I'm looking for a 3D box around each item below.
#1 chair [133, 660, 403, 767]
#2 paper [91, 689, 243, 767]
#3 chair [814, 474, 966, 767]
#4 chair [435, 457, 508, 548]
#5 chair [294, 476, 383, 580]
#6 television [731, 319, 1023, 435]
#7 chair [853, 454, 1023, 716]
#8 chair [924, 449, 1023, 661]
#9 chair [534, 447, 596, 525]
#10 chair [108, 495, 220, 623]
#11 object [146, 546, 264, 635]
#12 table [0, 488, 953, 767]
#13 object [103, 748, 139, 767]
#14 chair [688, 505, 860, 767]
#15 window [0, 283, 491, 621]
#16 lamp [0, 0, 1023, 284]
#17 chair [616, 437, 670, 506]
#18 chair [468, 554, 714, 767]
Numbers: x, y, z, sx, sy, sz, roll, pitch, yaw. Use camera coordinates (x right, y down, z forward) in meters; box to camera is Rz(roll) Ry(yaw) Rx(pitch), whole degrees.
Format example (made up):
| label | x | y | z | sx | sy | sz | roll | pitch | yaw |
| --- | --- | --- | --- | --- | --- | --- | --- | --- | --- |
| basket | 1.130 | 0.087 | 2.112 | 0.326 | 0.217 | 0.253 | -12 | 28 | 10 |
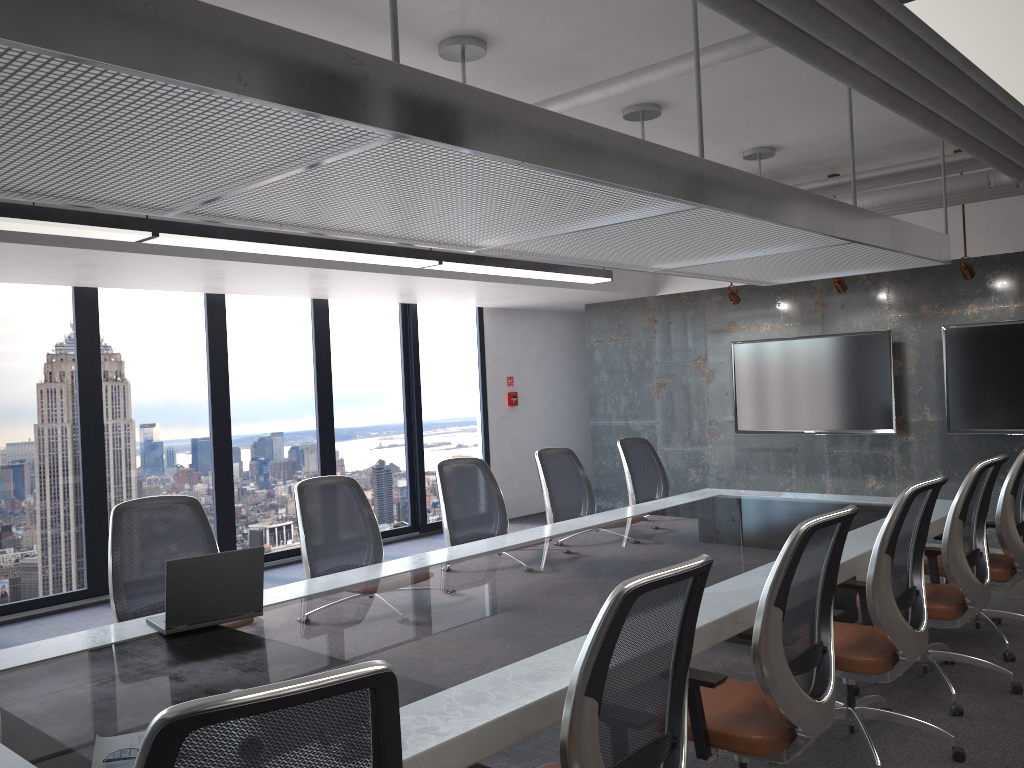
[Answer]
| label | x | y | z | sx | sy | sz | roll | pitch | yaw |
| --- | --- | --- | --- | --- | --- | --- | --- | --- | --- |
| chair | -0.531 | 1.043 | 1.652 | 0.828 | 1.166 | 0.789 | -3 | 0 | 22 |
| paper | -0.816 | 0.858 | 2.165 | 0.379 | 0.069 | 0.348 | -3 | 0 | -22 |
| chair | 1.412 | 0.960 | 3.724 | 0.828 | 1.166 | 0.789 | -3 | 0 | 6 |
| chair | -0.065 | 1.034 | 5.323 | 0.828 | 1.166 | 0.789 | -3 | 0 | 12 |
| chair | -0.703 | 1.061 | 4.486 | 0.828 | 1.166 | 0.789 | -3 | 0 | 6 |
| television | 3.676 | -0.028 | 7.985 | 3.667 | 0.960 | 0.101 | -3 | 0 | 42 |
| chair | 2.047 | 0.932 | 4.426 | 0.828 | 1.166 | 0.789 | -3 | 0 | 6 |
| chair | 2.683 | 0.905 | 5.129 | 0.828 | 1.166 | 0.789 | -3 | 0 | 6 |
| chair | 0.568 | 1.006 | 5.891 | 0.828 | 1.166 | 0.789 | -3 | 0 | 6 |
| chair | -1.390 | 1.091 | 3.827 | 0.828 | 1.166 | 0.789 | -3 | 0 | 17 |
| object | -1.180 | 0.770 | 3.407 | 0.366 | 0.277 | 0.308 | -3 | 0 | -38 |
| table | 0.368 | 1.214 | 4.106 | 1.898 | 0.745 | 5.498 | -3 | 0 | 42 |
| object | -0.864 | 0.875 | 2.091 | 0.200 | 0.036 | 0.049 | -3 | 0 | -11 |
| chair | 0.776 | 0.987 | 3.021 | 0.828 | 1.166 | 0.789 | -3 | 0 | 6 |
| window | -3.417 | 0.425 | 7.191 | 0.121 | 2.670 | 9.225 | -3 | 0 | 42 |
| lamp | 0.199 | -1.307 | 4.044 | 4.126 | 0.908 | 6.097 | -3 | 0 | 42 |
| chair | 1.204 | 0.979 | 6.593 | 0.828 | 1.166 | 0.789 | -3 | 0 | 6 |
| chair | 0.140 | 1.014 | 2.319 | 0.828 | 1.166 | 0.789 | -3 | 0 | 6 |
